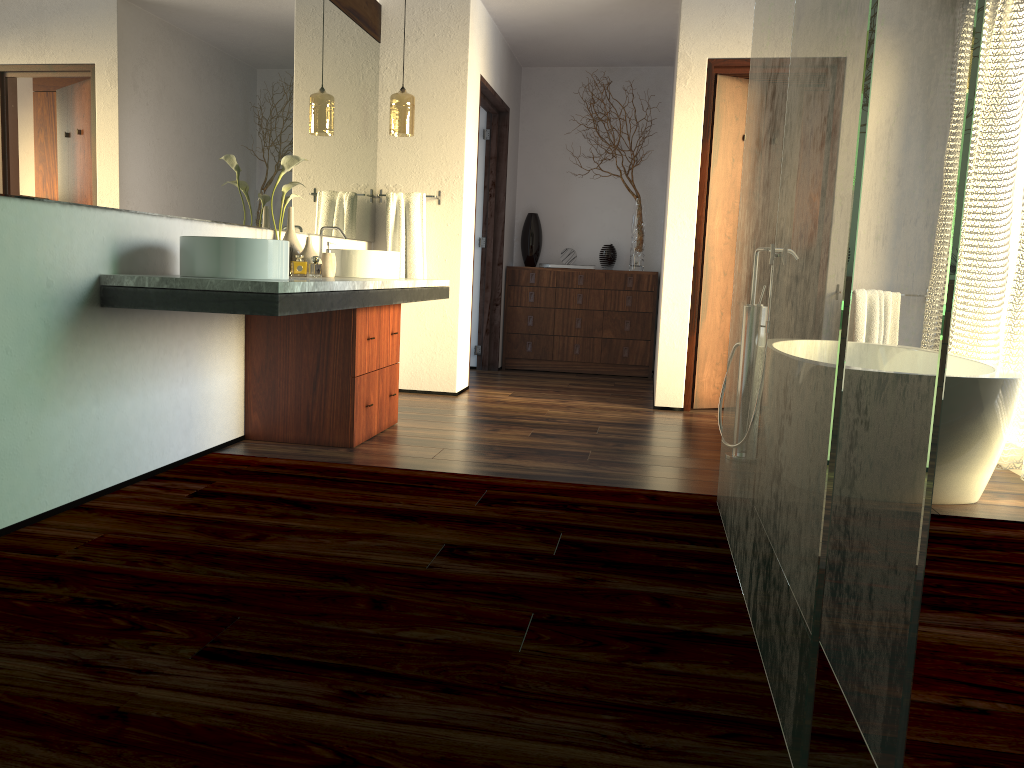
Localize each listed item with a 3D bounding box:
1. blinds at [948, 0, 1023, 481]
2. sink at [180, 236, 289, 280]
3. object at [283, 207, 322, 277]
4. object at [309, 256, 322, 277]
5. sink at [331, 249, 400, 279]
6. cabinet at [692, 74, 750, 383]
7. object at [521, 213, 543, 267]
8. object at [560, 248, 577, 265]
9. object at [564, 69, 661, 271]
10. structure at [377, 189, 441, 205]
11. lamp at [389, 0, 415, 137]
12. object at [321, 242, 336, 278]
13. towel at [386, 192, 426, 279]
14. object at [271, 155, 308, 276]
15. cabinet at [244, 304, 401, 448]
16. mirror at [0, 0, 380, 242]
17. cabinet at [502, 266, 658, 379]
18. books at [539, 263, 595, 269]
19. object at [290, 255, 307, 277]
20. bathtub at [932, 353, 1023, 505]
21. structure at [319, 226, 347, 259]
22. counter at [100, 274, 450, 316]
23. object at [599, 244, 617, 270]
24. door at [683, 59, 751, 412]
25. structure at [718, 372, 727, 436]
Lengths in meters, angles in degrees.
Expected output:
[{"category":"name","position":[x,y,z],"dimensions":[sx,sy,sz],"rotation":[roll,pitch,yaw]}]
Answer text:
[{"category":"blinds","position":[2.092,-0.813,3.650],"dimensions":[0.183,2.337,2.107],"rotation":[4,7,9]},{"category":"sink","position":[-0.934,-0.424,2.989],"dimensions":[0.361,0.131,0.353],"rotation":[4,7,12]},{"category":"object","position":[-0.938,-0.627,3.907],"dimensions":[0.245,0.305,0.117],"rotation":[8,9,36]},{"category":"object","position":[-0.845,-0.506,3.811],"dimensions":[0.039,0.090,0.056],"rotation":[5,8,19]},{"category":"sink","position":[-0.725,-0.582,4.302],"dimensions":[0.354,0.131,0.361],"rotation":[1,7,-12]},{"category":"cabinet","position":[2.000,-1.145,6.257],"dimensions":[1.497,2.364,0.355],"rotation":[4,7,11]},{"category":"object","position":[0.154,-1.127,6.945],"dimensions":[0.173,0.417,0.167],"rotation":[6,8,23]},{"category":"object","position":[0.441,-0.995,6.902],"dimensions":[0.132,0.131,0.130],"rotation":[3,7,6]},{"category":"object","position":[0.707,-1.593,6.663],"dimensions":[0.714,1.450,0.845],"rotation":[-3,9,-36]},{"category":"structure","position":[-0.610,-1.103,5.204],"dimensions":[0.373,0.088,0.101],"rotation":[4,7,11]},{"category":"lamp","position":[-0.592,-1.810,4.853],"dimensions":[0.135,0.867,0.142],"rotation":[-3,9,-37]},{"category":"object","position":[-0.820,-0.555,3.951],"dimensions":[0.070,0.158,0.071],"rotation":[2,7,-7]},{"category":"towel","position":[-0.623,-0.799,5.181],"dimensions":[0.263,0.636,0.158],"rotation":[6,8,28]},{"category":"object","position":[-0.977,-0.719,3.824],"dimensions":[0.186,0.504,0.246],"rotation":[1,7,-12]},{"category":"cabinet","position":[-0.826,-0.083,4.012],"dimensions":[0.517,0.600,0.653],"rotation":[4,7,10]},{"category":"mirror","position":[-1.121,-1.184,3.272],"dimensions":[0.017,1.152,4.043],"rotation":[4,7,9]},{"category":"cabinet","position":[0.533,-0.492,6.899],"dimensions":[1.149,0.800,0.399],"rotation":[4,7,11]},{"category":"books","position":[0.486,-0.914,6.908],"dimensions":[0.491,0.034,0.250],"rotation":[0,7,-14]},{"category":"object","position":[-0.911,-0.503,3.780],"dimensions":[0.064,0.092,0.039],"rotation":[-2,8,-29]},{"category":"bathtub","position":[1.455,0.119,3.616],"dimensions":[0.771,0.485,1.606],"rotation":[3,7,9]},{"category":"structure","position":[-0.890,-0.644,4.299],"dimensions":[0.166,0.242,0.065],"rotation":[4,8,14]},{"category":"counter","position":[-0.804,-0.401,3.767],"dimensions":[0.592,0.101,2.239],"rotation":[3,7,9]},{"category":"object","position":[0.742,-0.982,6.840],"dimensions":[0.135,0.200,0.142],"rotation":[-3,9,-36]},{"category":"door","position":[1.420,-0.811,5.108],"dimensions":[0.737,1.948,0.460],"rotation":[4,7,10]},{"category":"structure","position":[1.018,-0.128,3.766],"dimensions":[0.239,0.897,0.283],"rotation":[-4,10,-40]}]
